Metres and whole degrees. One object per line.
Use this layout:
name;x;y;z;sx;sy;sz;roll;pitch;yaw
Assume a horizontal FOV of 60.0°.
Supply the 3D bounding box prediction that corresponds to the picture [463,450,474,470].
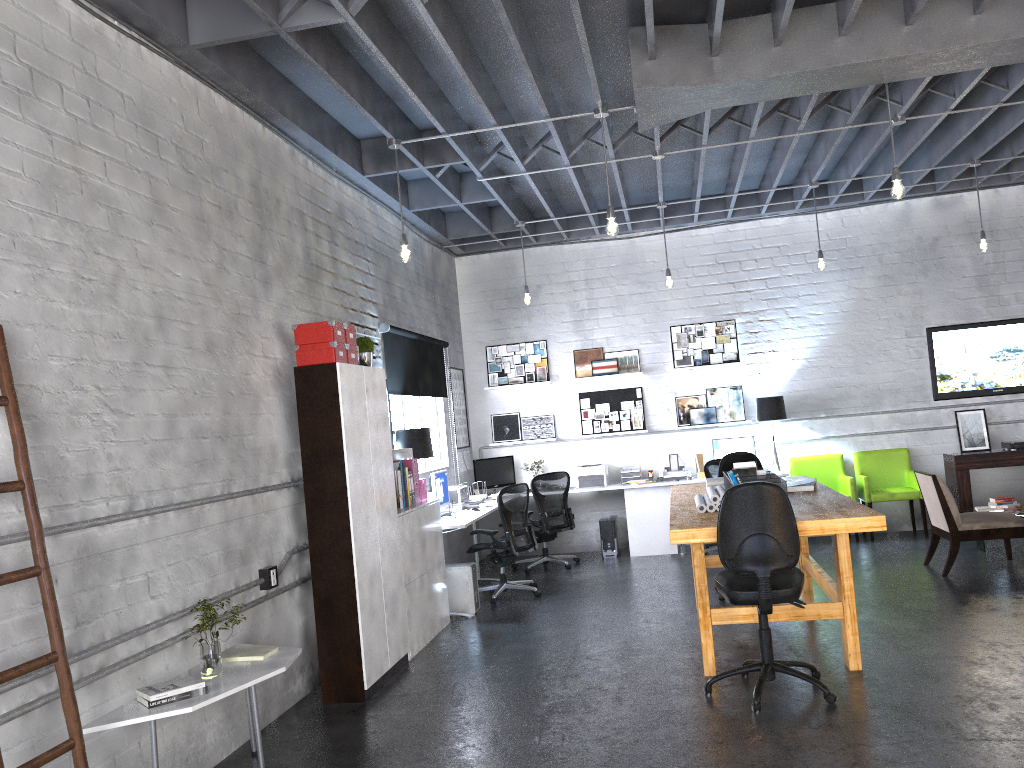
picture;-0.510;0.894;10.408;0.036;0.221;0.289;-6;-2;10

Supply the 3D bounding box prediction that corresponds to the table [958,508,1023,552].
table;4.866;1.372;8.521;0.873;0.300;0.873;-6;-3;14

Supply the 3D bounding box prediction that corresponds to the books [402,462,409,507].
books;-0.906;0.779;6.806;0.197;0.338;0.065;-6;-2;10

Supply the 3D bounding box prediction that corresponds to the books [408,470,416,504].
books;-0.887;0.822;6.991;0.220;0.271;0.082;-6;-2;10

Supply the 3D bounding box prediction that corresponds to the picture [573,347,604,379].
picture;0.911;-0.245;10.459;0.355;0.342;0.042;-6;-2;10

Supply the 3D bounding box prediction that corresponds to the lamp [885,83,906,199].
lamp;2.468;-1.635;5.764;0.104;0.878;0.104;-6;-2;10

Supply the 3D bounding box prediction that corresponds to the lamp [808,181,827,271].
lamp;3.012;-1.549;8.742;0.104;0.878;0.104;-6;-2;10

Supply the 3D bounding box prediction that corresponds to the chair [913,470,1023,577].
chair;3.916;1.142;7.538;0.725;0.842;0.575;-6;-2;10

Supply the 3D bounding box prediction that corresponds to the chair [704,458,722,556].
chair;2.266;1.285;9.412;0.731;1.031;0.753;-5;-2;-21

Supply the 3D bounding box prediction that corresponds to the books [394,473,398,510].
books;-0.941;0.792;6.578;0.159;0.298;0.026;-6;-2;10

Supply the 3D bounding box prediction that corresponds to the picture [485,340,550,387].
picture;0.064;-0.240;10.606;0.749;0.503;0.058;-6;-2;10

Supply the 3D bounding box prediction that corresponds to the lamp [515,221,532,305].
lamp;0.126;-1.259;9.267;0.104;0.878;0.104;-6;-2;10

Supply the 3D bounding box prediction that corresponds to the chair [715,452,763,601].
chair;1.971;1.150;7.325;0.659;1.164;0.687;-6;-2;8

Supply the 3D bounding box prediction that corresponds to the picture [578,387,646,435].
picture;1.172;0.319;10.397;0.749;0.503;0.058;-6;-2;10

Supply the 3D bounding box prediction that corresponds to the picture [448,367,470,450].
picture;-0.606;0.279;10.249;0.020;0.934;0.658;-6;-2;10

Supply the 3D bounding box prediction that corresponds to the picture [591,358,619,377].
picture;1.090;-0.190;10.407;0.311;0.196;0.029;-6;-2;10

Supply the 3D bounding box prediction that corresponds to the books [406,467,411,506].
books;-0.877;0.800;6.876;0.159;0.298;0.026;-6;-2;10

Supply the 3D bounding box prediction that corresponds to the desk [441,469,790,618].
desk;1.058;1.491;8.757;3.575;0.785;3.299;-6;-3;10

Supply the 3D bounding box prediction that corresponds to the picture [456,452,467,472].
picture;-0.572;0.884;10.066;0.036;0.221;0.289;-6;-2;10

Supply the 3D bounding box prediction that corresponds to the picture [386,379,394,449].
picture;-1.108;0.339;7.429;0.020;0.780;0.607;-6;-2;10

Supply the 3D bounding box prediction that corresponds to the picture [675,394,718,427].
picture;2.122;0.302;10.220;0.452;0.345;0.054;-6;-2;10

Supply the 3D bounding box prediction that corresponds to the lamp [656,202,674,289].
lamp;1.560;-1.403;9.006;0.104;0.878;0.104;-6;-2;10

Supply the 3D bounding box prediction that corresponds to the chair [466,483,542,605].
chair;-0.121;1.451;8.208;0.753;1.031;0.732;-6;-2;14

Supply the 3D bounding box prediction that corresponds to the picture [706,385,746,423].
picture;2.450;0.238;10.169;0.410;0.408;0.047;-6;-2;10

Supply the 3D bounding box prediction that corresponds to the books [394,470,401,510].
books;-0.932;0.796;6.619;0.170;0.293;0.057;-6;-2;10

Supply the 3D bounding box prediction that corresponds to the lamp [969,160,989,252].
lamp;4.470;-1.696;8.478;0.104;0.878;0.104;-4;-2;-36

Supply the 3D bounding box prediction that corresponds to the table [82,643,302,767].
table;-1.329;1.626;4.094;0.517;0.532;1.336;-6;-2;10

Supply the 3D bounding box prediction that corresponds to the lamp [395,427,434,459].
lamp;-0.820;0.800;7.615;0.333;0.831;0.333;-4;-2;-28

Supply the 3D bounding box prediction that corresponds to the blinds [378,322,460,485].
blinds;-0.847;0.304;8.675;0.100;1.631;2.120;-6;-2;10

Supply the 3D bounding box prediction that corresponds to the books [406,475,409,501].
books;-0.884;0.816;6.850;0.161;0.266;0.026;-6;-2;10

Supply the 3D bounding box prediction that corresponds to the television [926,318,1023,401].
television;5.247;-0.280;9.650;1.324;0.816;0.021;-6;-2;10

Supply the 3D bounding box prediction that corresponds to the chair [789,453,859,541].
chair;3.417;1.250;9.741;0.611;0.920;0.516;-6;-2;10

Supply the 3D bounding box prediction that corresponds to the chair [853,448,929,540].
chair;4.097;1.181;9.617;0.611;0.920;0.516;-6;-2;10

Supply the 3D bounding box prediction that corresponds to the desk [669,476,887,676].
desk;1.695;1.239;6.092;1.115;0.926;2.833;-6;-3;10

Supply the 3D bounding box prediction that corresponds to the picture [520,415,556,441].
picture;0.309;0.520;10.557;0.410;0.277;0.036;-6;-2;10

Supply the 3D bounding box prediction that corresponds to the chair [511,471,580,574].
chair;0.312;1.475;9.611;0.753;1.031;0.731;-7;-2;34

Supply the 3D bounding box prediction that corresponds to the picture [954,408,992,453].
picture;5.024;0.507;9.667;0.308;0.456;0.092;-6;-2;10

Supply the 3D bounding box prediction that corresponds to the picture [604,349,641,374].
picture;1.290;-0.250;10.387;0.410;0.277;0.036;-6;-2;10

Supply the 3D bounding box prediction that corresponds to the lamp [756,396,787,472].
lamp;2.908;0.558;9.872;0.333;0.831;0.333;-4;-2;-28

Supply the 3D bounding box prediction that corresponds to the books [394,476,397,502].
books;-0.936;0.807;6.551;0.161;0.266;0.027;-6;-2;10

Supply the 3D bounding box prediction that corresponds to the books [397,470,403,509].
books;-0.919;0.801;6.669;0.174;0.286;0.045;-6;-2;10

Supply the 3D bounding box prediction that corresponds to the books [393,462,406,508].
books;-0.913;0.774;6.746;0.176;0.346;0.053;-6;-2;10

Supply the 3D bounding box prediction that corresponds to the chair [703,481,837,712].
chair;1.324;1.096;4.836;0.659;1.164;0.687;-6;-2;8

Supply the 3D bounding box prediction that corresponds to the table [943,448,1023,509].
table;5.438;1.100;9.432;1.410;0.819;0.404;-6;-2;10

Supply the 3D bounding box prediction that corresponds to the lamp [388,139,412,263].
lamp;-0.800;-1.306;6.357;0.104;0.878;0.104;-6;-2;10

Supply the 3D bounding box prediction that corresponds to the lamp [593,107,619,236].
lamp;0.652;-1.452;6.094;0.104;0.878;0.104;-6;-2;10

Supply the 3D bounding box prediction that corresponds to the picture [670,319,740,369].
picture;2.218;-0.457;10.215;0.749;0.503;0.058;-6;-2;10

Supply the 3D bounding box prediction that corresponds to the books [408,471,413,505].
books;-0.898;0.822;6.932;0.219;0.267;0.060;-6;-2;15

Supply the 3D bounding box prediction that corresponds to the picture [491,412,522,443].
picture;-0.070;0.525;10.630;0.355;0.342;0.042;-6;-2;10
